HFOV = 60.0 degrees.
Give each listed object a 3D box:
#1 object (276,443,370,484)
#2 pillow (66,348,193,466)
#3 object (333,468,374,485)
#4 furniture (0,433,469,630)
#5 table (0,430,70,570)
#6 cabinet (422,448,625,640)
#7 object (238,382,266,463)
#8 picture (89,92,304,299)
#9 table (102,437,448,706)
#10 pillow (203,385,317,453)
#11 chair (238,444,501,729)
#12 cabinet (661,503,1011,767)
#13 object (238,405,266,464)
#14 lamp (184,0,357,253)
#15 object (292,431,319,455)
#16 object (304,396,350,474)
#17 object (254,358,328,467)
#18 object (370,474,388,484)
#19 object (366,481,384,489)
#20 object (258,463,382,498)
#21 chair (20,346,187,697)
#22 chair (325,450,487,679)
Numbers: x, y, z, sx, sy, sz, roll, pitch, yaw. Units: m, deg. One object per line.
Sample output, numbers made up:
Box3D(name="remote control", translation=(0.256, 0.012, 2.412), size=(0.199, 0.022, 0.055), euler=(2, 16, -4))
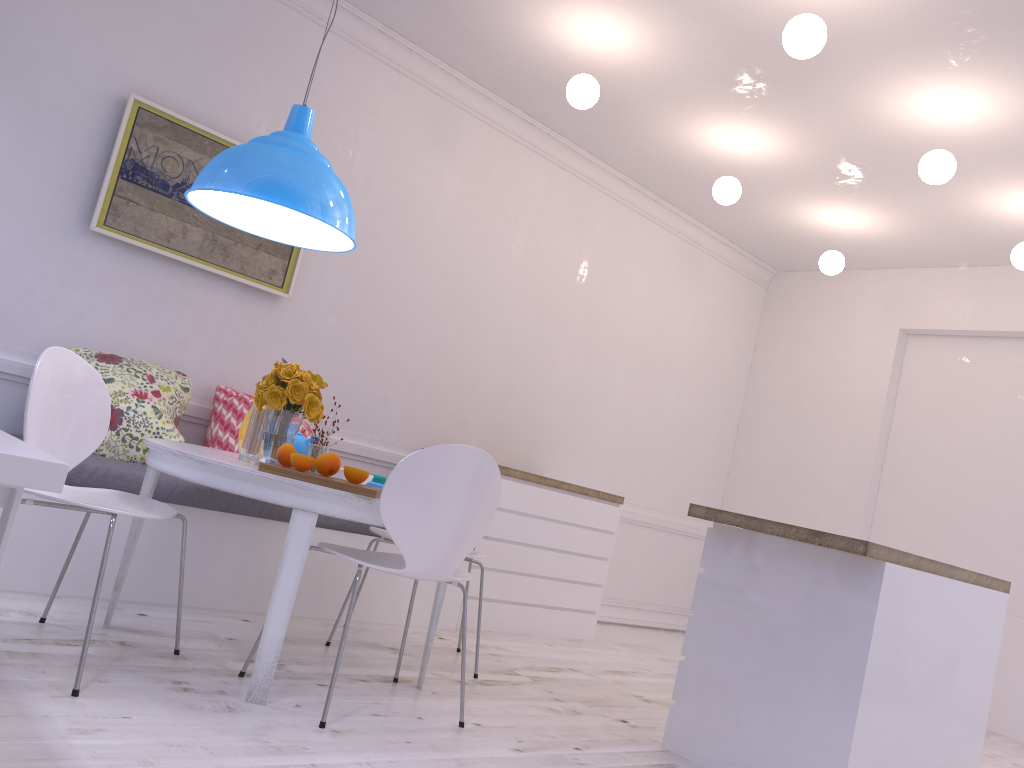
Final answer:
Box3D(name="object", translation=(-0.564, 0.237, 2.643), size=(0.285, 0.075, 0.129), euler=(14, -6, -4))
Box3D(name="pillow", translation=(-1.649, 0.103, 3.739), size=(0.592, 0.447, 0.509), euler=(18, -8, -35))
Box3D(name="object", translation=(-0.536, 0.312, 2.934), size=(0.147, 0.052, 0.147), euler=(13, -6, 2))
Box3D(name="furniture", translation=(-1.629, 0.541, 3.598), size=(3.296, 0.508, 0.769), euler=(19, -8, -40))
Box3D(name="table", translation=(-1.574, 0.291, 1.792), size=(0.736, 0.619, 1.514), euler=(19, -8, -40))
Box3D(name="cabinet", translation=(-0.022, 0.922, 5.076), size=(1.036, 0.842, 0.654), euler=(19, -8, -40))
Box3D(name="object", translation=(-0.863, 0.134, 3.029), size=(0.116, 0.267, 0.094), euler=(15, -6, -14))
Box3D(name="picture", translation=(-1.385, -0.846, 4.145), size=(0.971, 0.629, 0.020), euler=(19, -8, -40))
Box3D(name="table", translation=(-0.754, 0.624, 3.039), size=(1.140, 0.629, 1.140), euler=(15, -6, -12))
Box3D(name="pillow", translation=(-1.154, 0.276, 4.179), size=(0.587, 0.424, 0.491), euler=(18, -8, -38))
Box3D(name="chair", translation=(-0.369, 0.577, 2.775), size=(0.604, 0.845, 0.483), euler=(19, -8, -40))
Box3D(name="cabinet", translation=(1.156, 0.989, 3.176), size=(1.167, 0.842, 0.654), euler=(19, -8, -40))
Box3D(name="object", translation=(-0.822, 0.174, 2.928), size=(0.122, 0.186, 0.101), euler=(15, -6, -11))
Box3D(name="lamp", translation=(-0.567, -1.471, 3.041), size=(0.568, 1.948, 0.568), euler=(14, -6, -7))
Box3D(name="object", translation=(-0.802, 0.225, 3.183), size=(0.150, 0.151, 0.156), euler=(18, -8, -37))
Box3D(name="object", translation=(-0.658, 0.178, 3.082), size=(0.128, 0.287, 0.128), euler=(19, -8, -39))
Box3D(name="object", translation=(-0.710, 0.103, 2.818), size=(0.234, 0.351, 0.235), euler=(12, -7, 14))
Box3D(name="object", translation=(-0.487, 0.364, 3.289), size=(0.088, 0.043, 0.088), euler=(18, -8, -33))
Box3D(name="object", translation=(-0.513, 0.354, 3.124), size=(0.196, 0.023, 0.196), euler=(9, -8, 37))
Box3D(name="object", translation=(-0.564, 0.289, 2.660), size=(0.347, 0.024, 0.224), euler=(14, -6, -1))
Box3D(name="chair", translation=(-1.198, 0.353, 2.561), size=(0.483, 0.845, 0.604), euler=(13, -6, 5))
Box3D(name="chair", translation=(-0.354, 0.685, 3.699), size=(0.604, 0.845, 0.483), euler=(14, -6, -6))
